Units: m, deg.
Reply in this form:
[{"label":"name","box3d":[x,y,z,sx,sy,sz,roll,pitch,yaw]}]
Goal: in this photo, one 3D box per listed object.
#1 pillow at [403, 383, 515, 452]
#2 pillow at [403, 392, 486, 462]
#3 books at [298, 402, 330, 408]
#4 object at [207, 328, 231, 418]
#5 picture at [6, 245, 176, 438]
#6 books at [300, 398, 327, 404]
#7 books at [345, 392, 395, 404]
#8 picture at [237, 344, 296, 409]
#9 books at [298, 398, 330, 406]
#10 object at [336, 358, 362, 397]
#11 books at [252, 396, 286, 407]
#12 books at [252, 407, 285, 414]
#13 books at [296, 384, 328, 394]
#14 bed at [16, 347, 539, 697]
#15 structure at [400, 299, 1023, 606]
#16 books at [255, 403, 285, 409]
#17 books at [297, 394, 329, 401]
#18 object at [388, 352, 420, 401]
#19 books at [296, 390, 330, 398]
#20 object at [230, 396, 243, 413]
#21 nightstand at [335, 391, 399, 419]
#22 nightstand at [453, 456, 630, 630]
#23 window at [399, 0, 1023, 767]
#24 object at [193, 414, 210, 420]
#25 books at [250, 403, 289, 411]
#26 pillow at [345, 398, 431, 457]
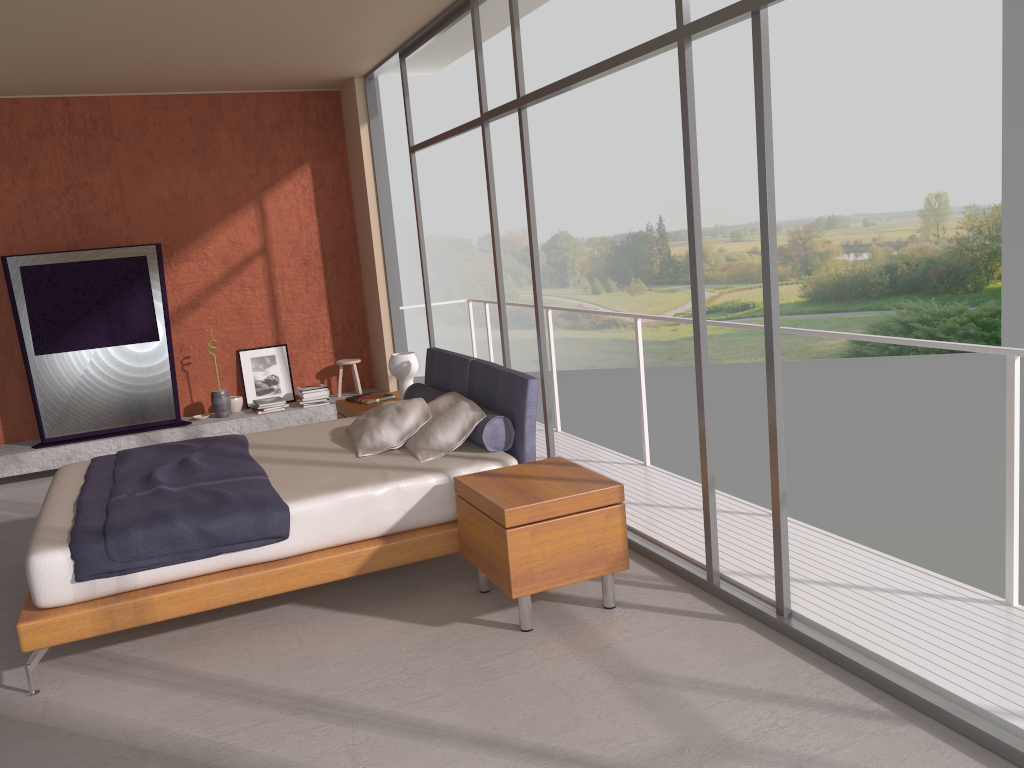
[{"label":"pillow","box3d":[-0.343,0.173,5.227,0.205,0.201,1.470,-9,10,-22]},{"label":"pillow","box3d":[-0.421,0.225,4.901,0.400,0.265,0.791,-9,10,-19]},{"label":"books","box3d":[-1.848,0.175,8.282,0.247,0.018,0.328,-9,10,-20]},{"label":"object","box3d":[-2.646,-0.099,7.949,0.165,0.810,0.165,-5,10,1]},{"label":"picture","box3d":[-3.481,-0.366,7.456,1.129,1.496,0.126,-9,10,-22]},{"label":"books","box3d":[-1.848,0.140,8.257,0.247,0.025,0.287,-7,10,-11]},{"label":"books","box3d":[-1.036,0.102,6.486,0.247,0.025,0.287,-14,13,-41]},{"label":"picture","box3d":[-2.319,-0.075,8.391,0.458,0.550,0.117,-9,10,-22]},{"label":"books","box3d":[-1.852,0.157,8.285,0.247,0.018,0.287,-9,10,-22]},{"label":"object","box3d":[-1.540,-0.060,8.537,0.260,0.349,0.257,2,12,36]},{"label":"books","box3d":[-2.229,0.161,8.146,0.247,0.018,0.328,-10,11,-25]},{"label":"books","box3d":[-2.238,0.228,8.152,0.247,0.025,0.287,-10,11,-25]},{"label":"books","box3d":[-1.862,0.046,8.266,0.247,0.025,0.287,-9,10,-22]},{"label":"bed","box3d":[-1.278,0.497,4.883,2.462,0.959,2.017,-9,10,-22]},{"label":"structure","box3d":[0.813,0.178,5.029,0.728,1.005,7.689,-9,10,-22]},{"label":"books","box3d":[-2.224,0.182,8.145,0.247,0.025,0.287,-9,10,-20]},{"label":"books","box3d":[-1.854,0.110,8.271,0.247,0.027,0.328,-9,10,-20]},{"label":"object","box3d":[-0.750,-0.048,6.266,0.224,0.338,0.224,-7,10,-11]},{"label":"books","box3d":[-1.857,0.078,8.266,0.247,0.038,0.319,-10,11,-25]},{"label":"object","box3d":[-2.578,0.194,8.203,0.179,0.137,0.180,-7,10,-10]},{"label":"nightstand","box3d":[-0.908,0.392,6.456,0.562,0.556,0.628,-9,10,-22]},{"label":"nightstand","box3d":[0.127,0.708,4.047,0.562,0.556,0.628,-9,10,-22]},{"label":"window","box3d":[0.435,-0.706,4.538,0.075,3.133,6.106,-9,10,-22]},{"label":"object","box3d":[-2.798,0.306,7.998,0.152,0.040,0.152,-3,10,13]},{"label":"books","box3d":[-2.231,0.203,8.161,0.247,0.018,0.328,-13,12,-37]},{"label":"pillow","box3d":[-0.730,0.219,5.160,0.431,0.264,0.869,-8,10,-14]}]
